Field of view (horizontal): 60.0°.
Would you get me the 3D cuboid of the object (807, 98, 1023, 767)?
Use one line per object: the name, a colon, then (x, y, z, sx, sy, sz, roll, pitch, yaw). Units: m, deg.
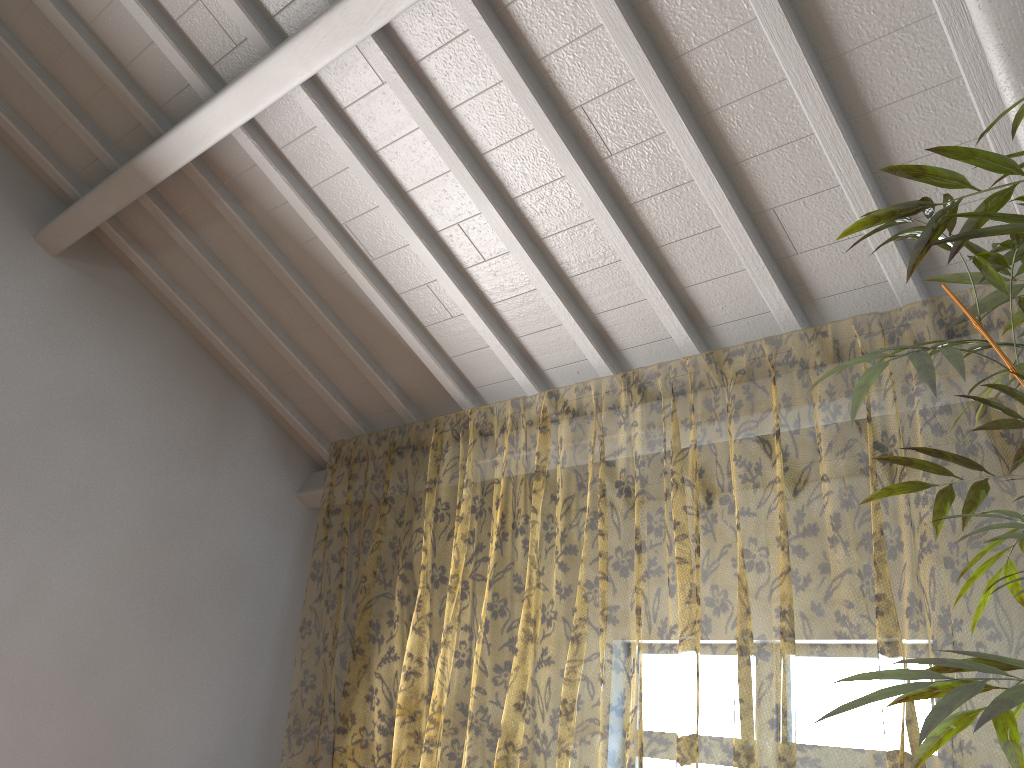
object: (1.066, 0.395, 1.067, 1.177, 2.473, 1.399, 14, -23, -19)

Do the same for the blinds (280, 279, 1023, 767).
blinds: (0.177, 1.184, 3.345, 3.505, 2.546, 0.306, -14, -29, 41)
